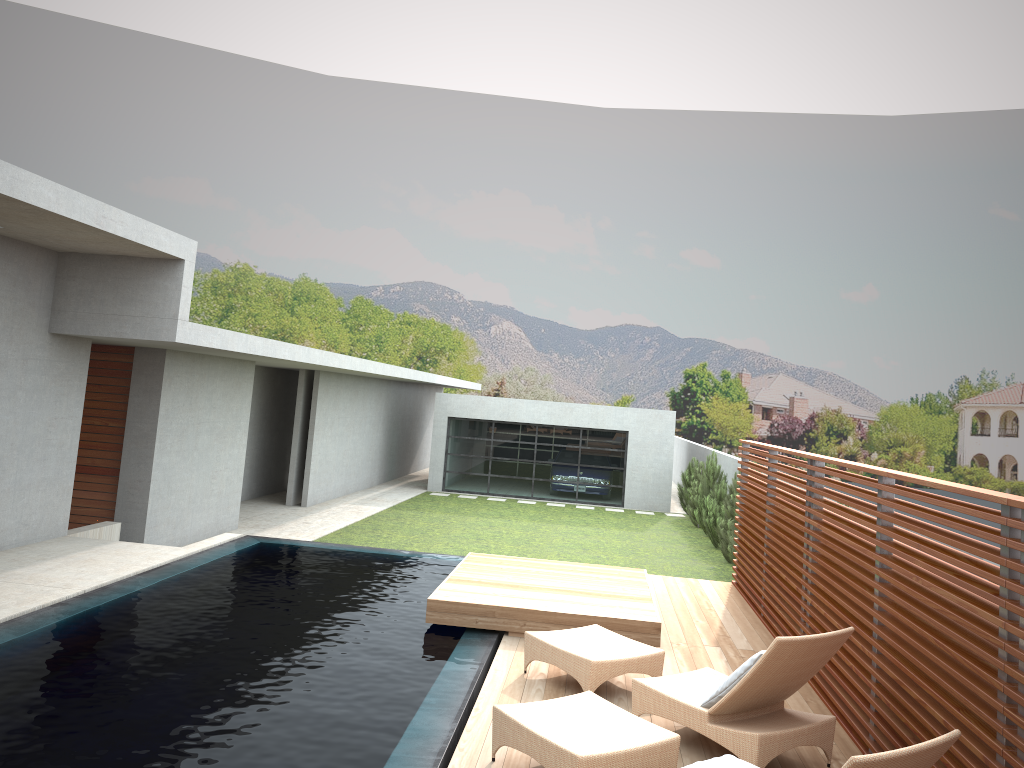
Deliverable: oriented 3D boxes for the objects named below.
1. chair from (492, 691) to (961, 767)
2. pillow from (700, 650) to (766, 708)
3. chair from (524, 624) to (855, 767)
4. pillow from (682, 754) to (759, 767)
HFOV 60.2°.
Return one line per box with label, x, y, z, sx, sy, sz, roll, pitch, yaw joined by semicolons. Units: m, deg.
chair;0.831;1.732;4.205;0.696;0.833;2.292;7;-3;-34
pillow;1.496;1.734;5.248;0.605;0.430;0.426;6;-4;-36
chair;1.044;1.782;5.862;0.696;0.833;2.292;7;-3;-35
pillow;0.988;1.795;3.902;0.592;0.196;0.593;6;-2;-38
